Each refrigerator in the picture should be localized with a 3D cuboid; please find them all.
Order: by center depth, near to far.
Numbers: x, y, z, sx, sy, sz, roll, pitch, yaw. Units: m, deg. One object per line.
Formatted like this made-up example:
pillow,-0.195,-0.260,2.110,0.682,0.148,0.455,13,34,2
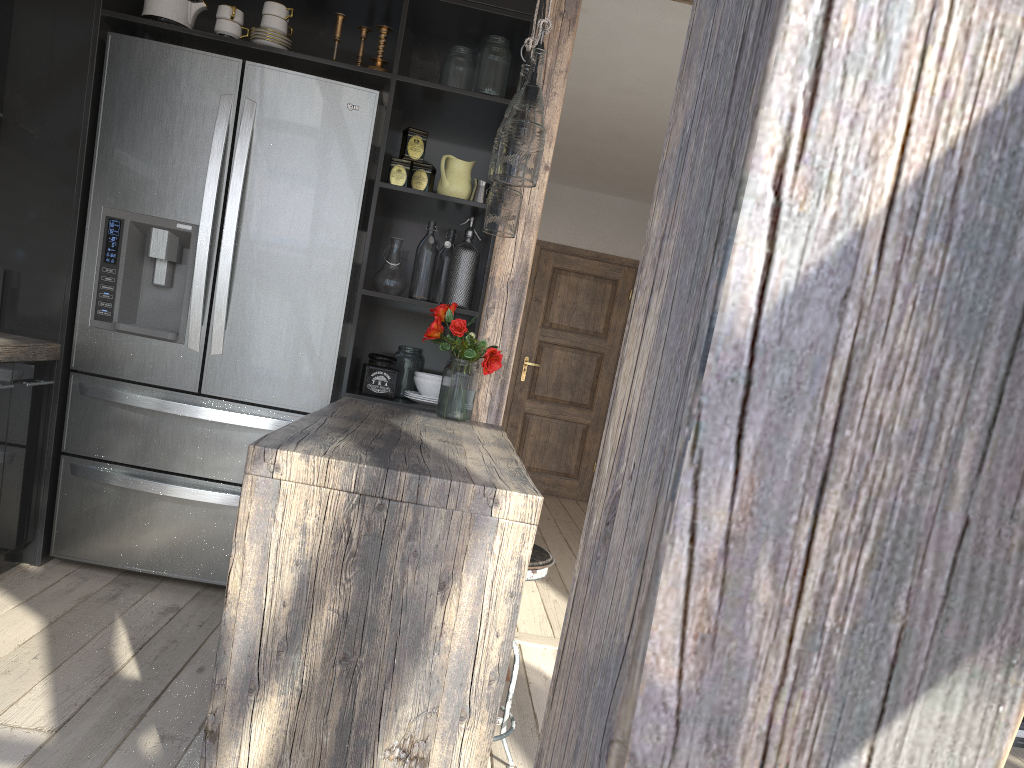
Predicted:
refrigerator,-1.134,-0.195,3.567,0.945,1.952,0.836,10,8,-5

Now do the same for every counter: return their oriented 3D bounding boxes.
counter,-1.093,0.458,1.462,2.245,0.864,3.760,11,2,-5

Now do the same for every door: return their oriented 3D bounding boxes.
door,0.447,-0.069,7.344,0.943,2.103,0.080,10,9,-5

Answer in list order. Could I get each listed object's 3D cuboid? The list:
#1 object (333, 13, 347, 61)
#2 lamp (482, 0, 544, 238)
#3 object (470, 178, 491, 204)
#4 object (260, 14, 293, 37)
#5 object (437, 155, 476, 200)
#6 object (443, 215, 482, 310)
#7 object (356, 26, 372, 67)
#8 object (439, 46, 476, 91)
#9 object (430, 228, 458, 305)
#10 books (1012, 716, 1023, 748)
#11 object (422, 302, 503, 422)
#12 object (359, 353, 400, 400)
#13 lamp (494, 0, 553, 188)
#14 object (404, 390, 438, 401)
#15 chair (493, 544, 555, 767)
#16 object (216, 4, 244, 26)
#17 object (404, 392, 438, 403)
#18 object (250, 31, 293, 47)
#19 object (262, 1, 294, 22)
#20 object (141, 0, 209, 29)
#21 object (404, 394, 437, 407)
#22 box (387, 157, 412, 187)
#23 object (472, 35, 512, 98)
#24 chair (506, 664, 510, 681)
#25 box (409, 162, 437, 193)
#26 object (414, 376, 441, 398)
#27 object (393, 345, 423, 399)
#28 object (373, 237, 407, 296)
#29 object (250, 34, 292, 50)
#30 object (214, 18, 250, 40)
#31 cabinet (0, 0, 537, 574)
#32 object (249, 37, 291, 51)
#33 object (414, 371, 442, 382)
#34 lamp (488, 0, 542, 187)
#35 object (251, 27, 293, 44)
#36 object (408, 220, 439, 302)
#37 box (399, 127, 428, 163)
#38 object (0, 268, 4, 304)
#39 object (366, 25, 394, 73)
object,-0.624,-1.228,3.140,0.059,0.170,0.058,8,9,-20
lamp,0.142,-1.116,2.636,0.226,1.363,0.107,10,9,-3
object,-0.108,-0.714,3.300,0.093,0.097,0.073,10,6,-4
object,-0.850,-1.268,3.149,0.094,0.068,0.105,11,4,6
object,-0.218,-0.775,3.342,0.150,0.173,0.133,9,6,-19
object,-0.180,-0.461,3.335,0.107,0.356,0.108,15,9,25
object,-0.551,-1.220,3.218,0.061,0.175,0.061,14,9,24
object,-0.200,-1.154,3.280,0.124,0.175,0.126,15,8,34
object,-0.260,-0.456,3.462,0.084,0.307,0.086,18,11,41
books,1.988,1.283,3.548,0.360,0.269,0.286,11,5,-5
object,-0.182,-0.077,3.201,0.308,0.421,0.251,14,8,28
object,-0.513,-0.035,3.422,0.135,0.167,0.131,9,6,-15
lamp,0.186,-1.115,2.040,0.225,1.309,0.106,10,9,-3
object,-0.322,0.058,3.491,0.216,0.025,0.211,9,3,-42
chair,-0.119,0.725,2.338,0.349,0.646,0.353,15,8,29
object,-1.000,-1.297,3.132,0.105,0.068,0.094,13,5,23
object,-0.323,0.065,3.492,0.216,0.025,0.210,9,2,-37
object,-0.862,-1.225,3.151,0.146,0.026,0.149,13,3,37
object,-0.837,-1.310,3.138,0.106,0.068,0.092,10,5,-19
object,-1.220,-1.348,3.156,0.205,0.177,0.187,14,6,36
object,-0.325,0.073,3.493,0.211,0.025,0.216,13,3,43
box,-0.425,-0.785,3.320,0.083,0.115,0.081,10,6,-5
object,-0.070,-1.143,3.201,0.125,0.210,0.123,11,7,0
chair,-0.152,0.717,2.948,0.339,0.605,0.338,13,7,15
box,-0.339,-0.769,3.325,0.082,0.115,0.082,11,6,5
object,-0.316,0.026,3.486,0.162,0.086,0.161,11,3,9
object,-0.435,-0.047,3.605,0.125,0.210,0.122,9,7,-18
object,-0.464,-0.453,3.416,0.132,0.223,0.130,12,7,7
object,-0.864,-1.214,3.153,0.146,0.026,0.149,13,3,37
object,-1.009,-1.252,3.145,0.106,0.068,0.092,7,6,-42
cabinet,-1.019,-0.382,1.528,2.097,2.542,4.155,10,4,-4
object,-0.867,-1.202,3.155,0.147,0.023,0.148,12,2,22
object,-0.312,0.008,3.483,0.162,0.086,0.161,11,3,9
lamp,0.165,-1.154,2.321,0.239,1.257,0.107,12,9,7
object,-0.860,-1.236,3.149,0.146,0.026,0.149,13,3,37
object,-0.327,-0.465,3.341,0.086,0.307,0.084,9,8,-13
box,-0.370,-0.889,3.294,0.083,0.115,0.081,8,7,-25
object,-1.999,-0.329,3.091,0.352,0.230,0.086,11,8,-5
object,-0.469,-1.201,3.156,0.096,0.175,0.094,7,8,-31
